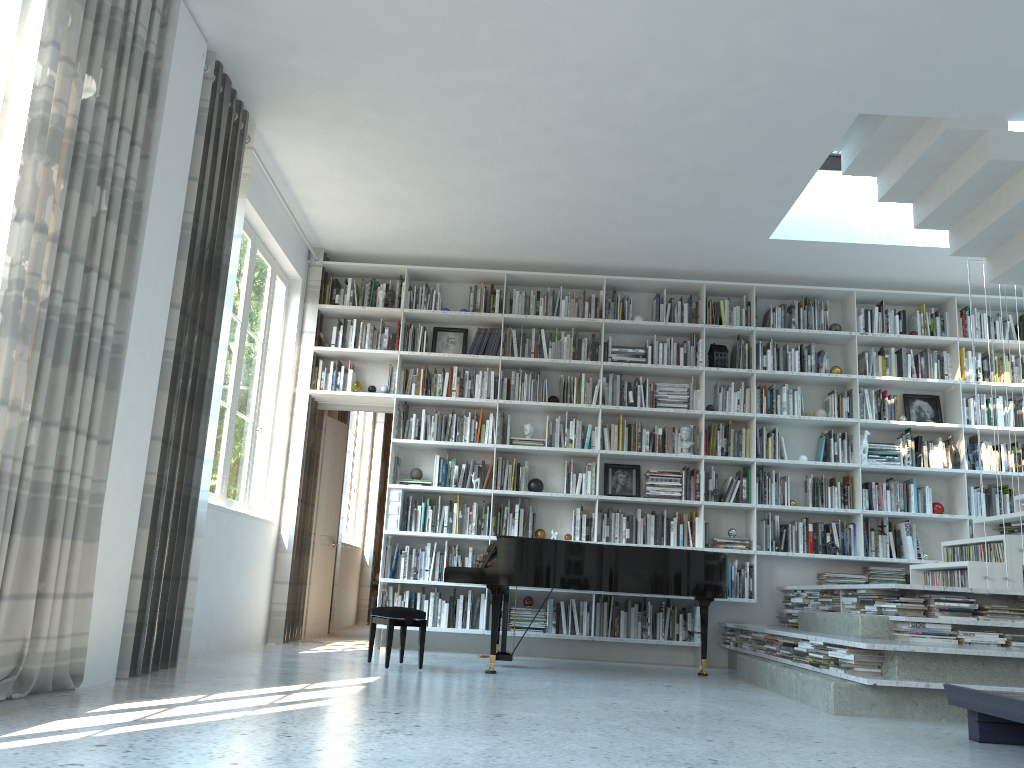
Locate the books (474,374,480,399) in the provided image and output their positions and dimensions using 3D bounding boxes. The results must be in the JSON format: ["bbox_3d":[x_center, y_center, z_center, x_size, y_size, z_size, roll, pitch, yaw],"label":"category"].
[{"bbox_3d":[-0.292,0.052,7.456,0.030,0.230,0.172,3,-13,1],"label":"books"}]

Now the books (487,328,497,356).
[{"bbox_3d":[-0.173,-0.320,7.568,0.078,0.285,0.174,3,-13,1],"label":"books"}]

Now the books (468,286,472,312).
[{"bbox_3d":[-0.360,-0.685,7.644,0.013,0.277,0.151,3,-13,1],"label":"books"}]

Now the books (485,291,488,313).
[{"bbox_3d":[-0.220,-0.664,7.651,0.013,0.254,0.129,3,-13,1],"label":"books"}]

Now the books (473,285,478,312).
[{"bbox_3d":[-0.314,-0.687,7.627,0.024,0.279,0.188,3,-13,1],"label":"books"}]

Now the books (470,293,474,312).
[{"bbox_3d":[-0.342,-0.658,7.625,0.028,0.218,0.153,3,-13,1],"label":"books"}]

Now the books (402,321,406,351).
[{"bbox_3d":[-0.913,-0.369,7.550,0.005,0.292,0.184,3,-13,1],"label":"books"}]

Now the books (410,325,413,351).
[{"bbox_3d":[-0.849,-0.349,7.549,0.009,0.259,0.184,3,-13,1],"label":"books"}]

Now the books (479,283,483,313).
[{"bbox_3d":[-0.266,-0.699,7.656,0.014,0.320,0.137,3,-13,1],"label":"books"}]

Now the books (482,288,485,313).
[{"bbox_3d":[-0.243,-0.676,7.623,0.010,0.263,0.157,3,-13,1],"label":"books"}]

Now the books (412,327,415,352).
[{"bbox_3d":[-0.833,-0.344,7.535,0.004,0.245,0.189,3,-13,1],"label":"books"}]

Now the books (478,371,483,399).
[{"bbox_3d":[-0.264,0.037,7.459,0.022,0.262,0.175,3,-13,1],"label":"books"}]

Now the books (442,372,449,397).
[{"bbox_3d":[-0.554,0.037,7.474,0.047,0.237,0.163,3,-13,1],"label":"books"}]

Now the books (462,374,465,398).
[{"bbox_3d":[-0.403,0.046,7.463,0.013,0.231,0.172,3,-13,1],"label":"books"}]

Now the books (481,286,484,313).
[{"bbox_3d":[-0.253,-0.684,7.637,0.013,0.282,0.167,3,-13,1],"label":"books"}]

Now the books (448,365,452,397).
[{"bbox_3d":[-0.522,0.008,7.483,0.014,0.303,0.152,3,-13,1],"label":"books"}]

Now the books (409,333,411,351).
[{"bbox_3d":[-0.856,-0.330,7.531,0.004,0.213,0.187,3,-13,1],"label":"books"}]

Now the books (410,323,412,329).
[{"bbox_3d":[-0.868,-0.361,7.565,0.006,0.288,0.144,3,-13,1],"label":"books"}]

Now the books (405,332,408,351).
[{"bbox_3d":[-0.891,-0.322,7.554,0.015,0.206,0.172,3,-13,1],"label":"books"}]

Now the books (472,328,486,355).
[{"bbox_3d":[-0.282,-0.325,7.547,0.110,0.279,0.174,3,-13,1],"label":"books"}]

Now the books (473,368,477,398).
[{"bbox_3d":[-0.311,0.027,7.466,0.012,0.280,0.188,3,-13,1],"label":"books"}]

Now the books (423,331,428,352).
[{"bbox_3d":[-0.733,-0.322,7.535,0.012,0.213,0.186,3,-13,1],"label":"books"}]

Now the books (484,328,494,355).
[{"bbox_3d":[-0.196,-0.322,7.564,0.078,0.285,0.174,3,-13,1],"label":"books"}]

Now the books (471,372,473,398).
[{"bbox_3d":[-0.335,0.040,7.482,0.035,0.260,0.131,3,-13,1],"label":"books"}]

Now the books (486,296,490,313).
[{"bbox_3d":[-0.203,-0.637,7.619,0.027,0.190,0.178,3,-13,1],"label":"books"}]

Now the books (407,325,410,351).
[{"bbox_3d":[-0.874,-0.357,7.561,0.005,0.277,0.147,3,-13,1],"label":"books"}]

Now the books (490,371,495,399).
[{"bbox_3d":[-0.164,0.043,7.460,0.035,0.263,0.178,3,-13,1],"label":"books"}]

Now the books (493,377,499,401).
[{"bbox_3d":[-0.129,0.069,7.428,0.039,0.202,0.236,3,-13,1],"label":"books"}]

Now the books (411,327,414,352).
[{"bbox_3d":[-0.840,-0.341,7.557,0.010,0.248,0.166,3,-13,1],"label":"books"}]

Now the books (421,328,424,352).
[{"bbox_3d":[-0.756,-0.339,7.548,0.011,0.249,0.168,3,-13,1],"label":"books"}]

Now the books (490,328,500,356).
[{"bbox_3d":[-0.151,-0.320,7.564,0.078,0.285,0.174,3,-13,1],"label":"books"}]

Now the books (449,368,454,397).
[{"bbox_3d":[-0.504,0.020,7.461,0.023,0.270,0.187,3,-13,1],"label":"books"}]

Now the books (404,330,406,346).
[{"bbox_3d":[-0.909,-0.332,7.576,0.006,0.232,0.136,3,-13,1],"label":"books"}]

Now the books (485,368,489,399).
[{"bbox_3d":[-0.209,0.025,7.454,0.012,0.290,0.182,3,-13,1],"label":"books"}]

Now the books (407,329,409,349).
[{"bbox_3d":[-0.880,-0.338,7.557,0.005,0.237,0.154,3,-13,1],"label":"books"}]

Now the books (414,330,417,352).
[{"bbox_3d":[-0.811,-0.329,7.537,0.018,0.218,0.187,3,-13,1],"label":"books"}]

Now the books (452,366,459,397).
[{"bbox_3d":[-0.477,0.013,7.457,0.030,0.285,0.185,3,-13,1],"label":"books"}]

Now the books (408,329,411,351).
[{"bbox_3d":[-0.863,-0.335,7.542,0.009,0.228,0.185,3,-13,1],"label":"books"}]

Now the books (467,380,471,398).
[{"bbox_3d":[-0.359,0.074,7.469,0.022,0.185,0.137,3,-13,1],"label":"books"}]

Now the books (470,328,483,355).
[{"bbox_3d":[-0.305,-0.322,7.564,0.110,0.279,0.174,3,-13,1],"label":"books"}]

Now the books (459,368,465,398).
[{"bbox_3d":[-0.420,0.022,7.479,0.025,0.285,0.161,3,-13,1],"label":"books"}]

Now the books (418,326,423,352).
[{"bbox_3d":[-0.772,-0.346,7.540,0.023,0.257,0.184,3,-13,1],"label":"books"}]

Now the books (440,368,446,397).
[{"bbox_3d":[-0.583,0.018,7.473,0.014,0.272,0.181,3,-13,1],"label":"books"}]

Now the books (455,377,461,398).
[{"bbox_3d":[-0.450,0.058,7.444,0.029,0.195,0.192,3,-13,1],"label":"books"}]

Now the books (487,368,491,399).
[{"bbox_3d":[-0.192,0.030,7.466,0.022,0.288,0.169,3,-13,1],"label":"books"}]

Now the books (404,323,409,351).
[{"bbox_3d":[-0.900,-0.363,7.559,0.006,0.286,0.148,3,-13,1],"label":"books"}]

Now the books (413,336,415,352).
[{"bbox_3d":[-0.825,-0.319,7.572,0.012,0.214,0.132,3,-13,1],"label":"books"}]

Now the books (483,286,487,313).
[{"bbox_3d":[-0.232,-0.681,7.624,0.011,0.273,0.184,3,-13,1],"label":"books"}]

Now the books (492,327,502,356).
[{"bbox_3d":[-0.128,-0.322,7.550,0.078,0.285,0.174,3,-13,1],"label":"books"}]

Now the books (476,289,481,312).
[{"bbox_3d":[-0.289,-0.671,7.622,0.028,0.248,0.156,3,-13,1],"label":"books"}]

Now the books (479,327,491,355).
[{"bbox_3d":[-0.229,-0.325,7.544,0.097,0.282,0.174,3,-13,1],"label":"books"}]

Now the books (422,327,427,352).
[{"bbox_3d":[-0.744,-0.341,7.547,0.012,0.254,0.167,3,-13,1],"label":"books"}]

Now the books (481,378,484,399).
[{"bbox_3d":[-0.248,0.069,7.465,0.013,0.206,0.172,3,-13,1],"label":"books"}]

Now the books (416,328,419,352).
[{"bbox_3d":[-0.798,-0.338,7.550,0.019,0.243,0.153,3,-13,1],"label":"books"}]

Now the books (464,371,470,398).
[{"bbox_3d":[-0.382,0.037,7.479,0.029,0.260,0.158,3,-13,1],"label":"books"}]

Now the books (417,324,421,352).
[{"bbox_3d":[-0.786,-0.355,7.552,0.005,0.280,0.191,3,-13,1],"label":"books"}]

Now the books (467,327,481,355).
[{"bbox_3d":[-0.327,-0.326,7.556,0.110,0.279,0.174,3,-13,1],"label":"books"}]

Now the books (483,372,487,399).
[{"bbox_3d":[-0.228,0.043,7.480,0.024,0.265,0.155,3,-13,1],"label":"books"}]

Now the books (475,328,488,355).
[{"bbox_3d":[-0.259,-0.320,7.564,0.110,0.279,0.174,3,-13,1],"label":"books"}]
